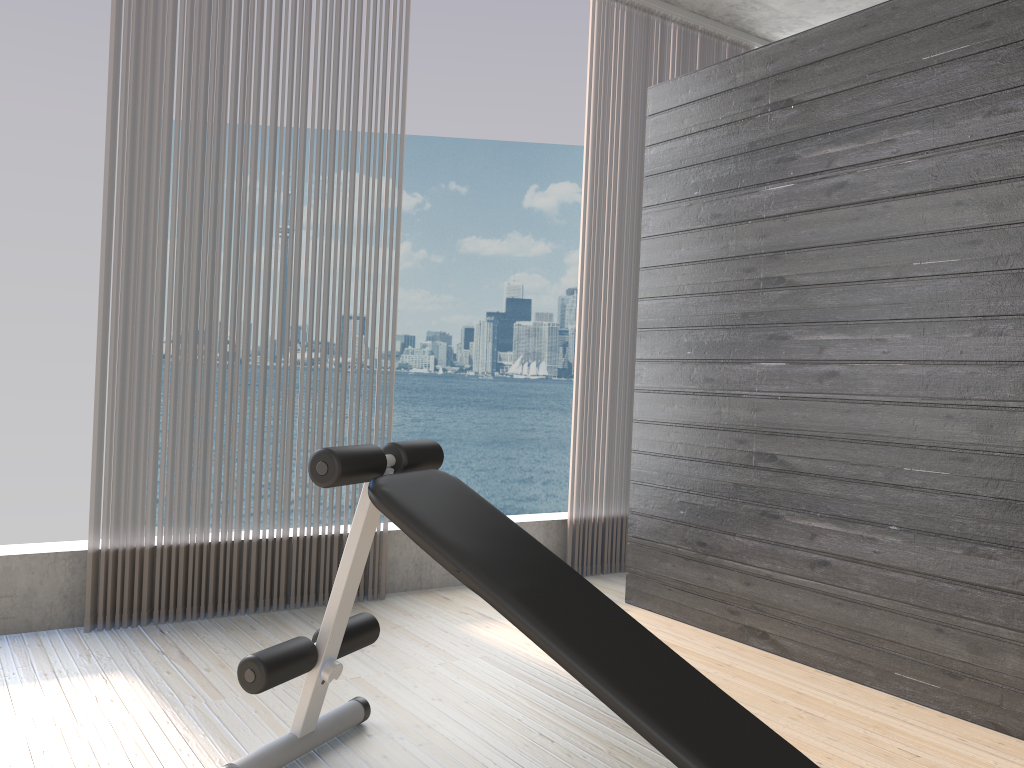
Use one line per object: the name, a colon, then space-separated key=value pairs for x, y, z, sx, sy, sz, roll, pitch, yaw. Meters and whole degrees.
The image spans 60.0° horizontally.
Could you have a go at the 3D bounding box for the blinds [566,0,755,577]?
blinds: x=0.767 y=-0.452 z=4.434 sx=1.133 sy=2.744 sz=0.069 roll=2 pitch=0 yaw=-34

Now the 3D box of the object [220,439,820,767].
object: x=0.083 y=0.523 z=1.809 sx=1.312 sy=0.746 sz=0.505 roll=3 pitch=0 yaw=25

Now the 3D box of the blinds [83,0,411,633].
blinds: x=-0.913 y=-0.523 z=3.290 sx=1.133 sy=2.744 sz=0.069 roll=2 pitch=0 yaw=-34
